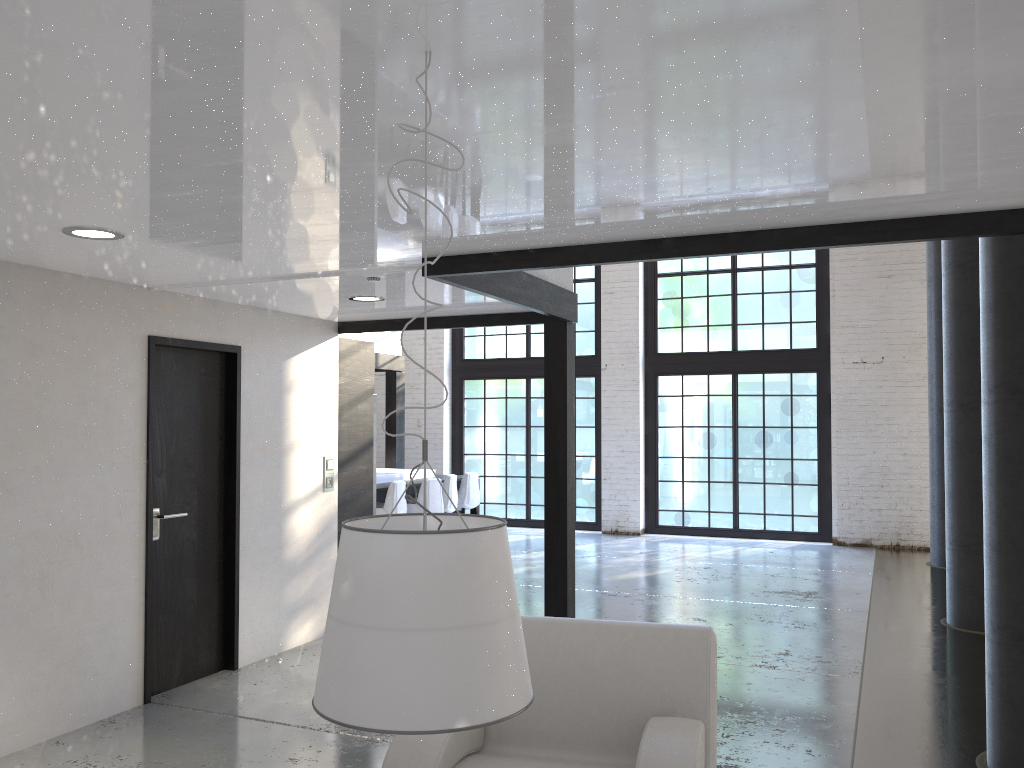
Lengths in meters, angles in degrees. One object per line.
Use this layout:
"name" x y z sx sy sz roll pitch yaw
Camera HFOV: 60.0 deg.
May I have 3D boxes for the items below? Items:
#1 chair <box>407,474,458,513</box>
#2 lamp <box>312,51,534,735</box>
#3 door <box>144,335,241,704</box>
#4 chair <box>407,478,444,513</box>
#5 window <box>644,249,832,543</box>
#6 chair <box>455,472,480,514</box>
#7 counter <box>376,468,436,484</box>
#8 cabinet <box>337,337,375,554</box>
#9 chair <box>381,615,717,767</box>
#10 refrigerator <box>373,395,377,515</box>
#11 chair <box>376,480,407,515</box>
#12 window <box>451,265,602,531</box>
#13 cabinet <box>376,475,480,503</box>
"chair" -0.896 1.540 10.309 0.501 0.984 0.579 0 -2 14
"lamp" -0.174 -0.052 1.780 0.436 1.346 0.436 -1 -2 37
"door" -1.964 0.776 5.256 0.271 2.057 0.750 -1 -2 23
"chair" -1.024 1.512 9.670 0.501 0.984 0.579 -1 -2 34
"window" 3.015 -0.471 12.003 2.491 5.177 0.138 -1 -2 23
"chair" -0.669 1.564 10.855 0.501 0.984 0.579 -1 -2 29
"counter" -1.843 1.070 10.127 0.977 0.095 2.294 -1 -3 23
"cabinet" -2.495 0.831 9.375 4.275 2.314 4.233 -1 -3 23
"chair" 0.162 1.275 2.977 1.007 0.784 1.026 -1 -2 14
"refrigerator" -1.630 0.966 7.074 0.853 1.771 0.821 -1 -2 23
"chair" -1.365 1.491 9.216 0.501 0.984 0.579 -1 -2 19
"window" 0.244 -0.418 13.186 2.491 5.177 0.138 -1 -2 23
"cabinet" -1.568 1.573 10.257 1.370 0.910 2.693 -1 -3 23
